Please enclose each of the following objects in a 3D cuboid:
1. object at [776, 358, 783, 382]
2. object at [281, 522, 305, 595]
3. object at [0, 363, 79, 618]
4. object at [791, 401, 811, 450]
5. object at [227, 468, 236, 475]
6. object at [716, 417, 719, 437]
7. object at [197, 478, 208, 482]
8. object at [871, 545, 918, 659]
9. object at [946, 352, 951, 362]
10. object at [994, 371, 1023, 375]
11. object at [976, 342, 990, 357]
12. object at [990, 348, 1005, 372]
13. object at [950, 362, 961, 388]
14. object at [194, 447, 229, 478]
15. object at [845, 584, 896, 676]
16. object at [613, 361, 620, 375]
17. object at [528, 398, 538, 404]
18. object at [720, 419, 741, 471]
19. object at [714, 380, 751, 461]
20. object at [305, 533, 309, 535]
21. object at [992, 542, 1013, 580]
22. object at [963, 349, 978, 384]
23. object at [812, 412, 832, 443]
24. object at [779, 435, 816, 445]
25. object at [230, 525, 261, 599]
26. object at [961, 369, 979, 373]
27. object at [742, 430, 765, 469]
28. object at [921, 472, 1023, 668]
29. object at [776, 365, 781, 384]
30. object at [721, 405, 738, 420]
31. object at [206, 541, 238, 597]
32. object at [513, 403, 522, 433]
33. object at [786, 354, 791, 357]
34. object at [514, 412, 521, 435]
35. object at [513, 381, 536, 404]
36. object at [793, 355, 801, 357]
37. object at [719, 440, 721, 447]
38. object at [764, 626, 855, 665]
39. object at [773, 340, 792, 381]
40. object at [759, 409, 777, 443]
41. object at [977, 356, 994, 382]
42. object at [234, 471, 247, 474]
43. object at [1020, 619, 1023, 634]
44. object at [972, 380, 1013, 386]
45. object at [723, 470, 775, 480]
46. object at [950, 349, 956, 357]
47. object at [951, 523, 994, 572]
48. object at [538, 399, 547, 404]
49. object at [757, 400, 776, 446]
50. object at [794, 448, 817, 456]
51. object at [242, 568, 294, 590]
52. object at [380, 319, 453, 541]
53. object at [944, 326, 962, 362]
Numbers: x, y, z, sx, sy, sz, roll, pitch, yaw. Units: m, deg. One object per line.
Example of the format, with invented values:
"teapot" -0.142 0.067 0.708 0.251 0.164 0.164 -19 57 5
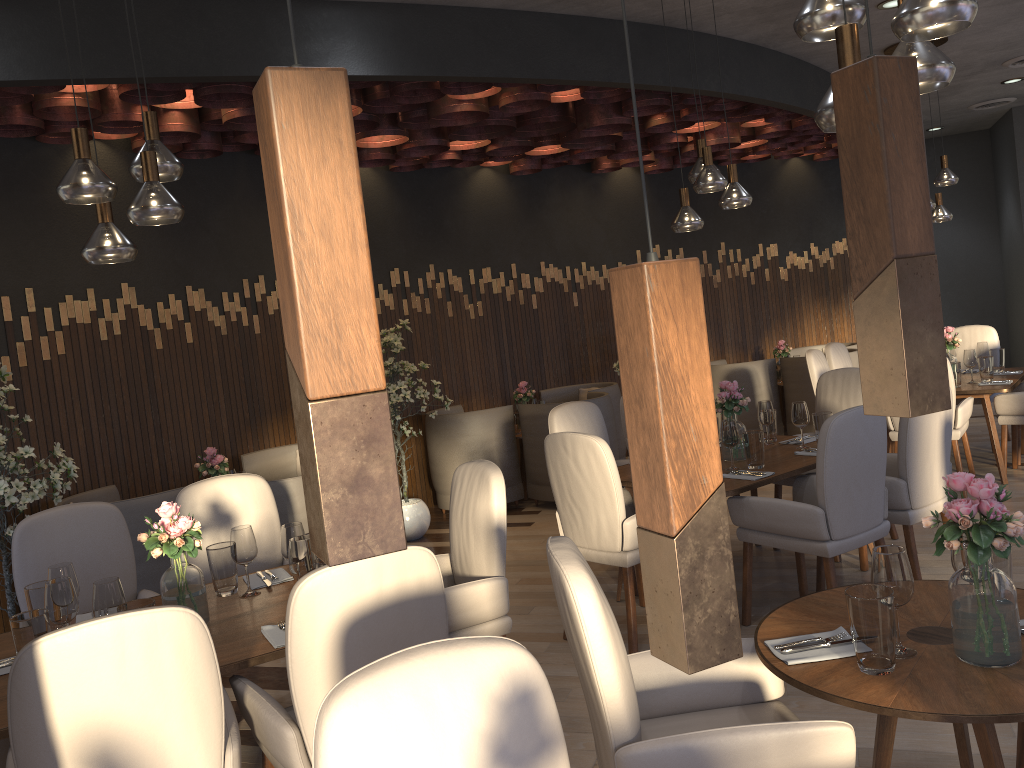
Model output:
"object" 2.691 -0.141 8.949 0.092 0.244 0.092 -8 3 -21
"object" -0.752 0.609 3.086 0.092 0.244 0.092 -6 3 23
"object" -2.507 0.704 4.295 0.745 1.614 0.790 -5 3 26
"object" 1.525 0.218 4.675 0.092 0.244 0.092 -5 3 33
"object" -1.732 0.648 5.466 0.092 0.244 0.092 -8 3 -30
"object" 1.108 0.280 4.940 0.102 0.178 0.102 -8 3 -19
"object" -1.778 0.677 5.157 0.092 0.244 0.092 -7 3 -3
"object" 0.879 0.499 2.039 0.092 0.244 0.092 -8 3 -24
"object" 3.129 -0.104 6.404 0.092 0.244 0.092 -5 3 37
"object" 3.728 -0.086 6.725 0.255 0.019 0.158 -4 5 36
"object" 3.659 -0.203 6.877 0.092 0.244 0.092 -6 3 11
"object" 3.771 -0.183 6.879 0.102 0.178 0.102 -4 4 42
"object" 3.139 -0.064 6.296 0.102 0.178 0.102 -4 4 40
"object" -1.777 0.579 5.303 0.198 0.415 0.210 -7 3 -2
"object" 0.802 0.547 1.968 0.102 0.178 0.102 -6 3 12
"object" 1.346 -0.066 8.404 0.788 1.614 0.747 -7 3 -3
"object" 0.189 0.247 7.735 0.092 0.244 0.092 -7 3 -7
"object" 1.070 0.298 4.335 0.092 0.244 0.092 -8 3 -17
"object" 1.147 0.186 4.603 0.198 0.415 0.210 -8 3 -22
"object" -0.697 0.628 3.184 0.102 0.178 0.102 -7 3 1
"object" 1.198 0.481 2.215 0.102 0.178 0.102 -7 3 1
"object" 3.323 -0.128 6.417 0.092 0.244 0.092 -9 3 -34
"object" 1.634 0.241 4.646 0.102 0.178 0.102 -8 3 -21
"object" 1.583 0.308 4.891 0.255 0.019 0.157 -10 5 -34
"object" -0.944 0.628 3.139 0.092 0.244 0.092 -6 3 16
"object" 3.653 -0.105 7.097 0.157 0.019 0.256 -3 6 39
"object" 1.178 0.320 4.305 0.102 0.178 0.102 -8 3 -21
"object" 1.040 0.400 1.967 0.198 0.415 0.210 -8 3 -22
"object" 2.642 -0.095 8.855 0.102 0.178 0.102 -6 3 22
"object" 1.207 0.238 4.906 0.092 0.244 0.092 -6 3 12
"object" -1.037 0.668 3.190 0.102 0.178 0.102 -6 3 10
"object" 0.062 0.285 7.442 0.092 0.244 0.092 -6 3 15
"object" 2.867 -0.182 9.204 0.092 0.244 0.092 -4 4 42
"object" 0.029 0.330 7.341 0.102 0.178 0.102 -6 3 23
"object" 0.113 0.181 7.588 0.197 0.415 0.210 -5 3 33
"object" 2.894 -0.167 8.973 0.092 0.244 0.092 -7 3 4
"object" 1.216 0.338 5.077 0.158 0.019 0.255 -10 5 -35
"object" 0.749 0.621 2.126 0.255 0.019 0.158 -7 4 -4
"object" 2.770 -0.246 9.064 0.197 0.415 0.210 -4 4 43
"object" 1.443 0.237 4.990 0.102 0.178 0.102 -8 3 -28
"object" 3.435 -0.108 6.419 0.102 0.178 0.102 -4 4 42
"object" -1.605 0.647 5.280 0.092 0.244 0.092 -7 3 -6
"object" 1.273 0.564 2.065 0.255 0.019 0.157 -7 4 -5
"object" 3.392 -0.011 6.265 0.255 0.019 0.158 -4 5 36
"object" 1.091 0.421 4.174 0.158 0.019 0.255 -10 5 -37
"object" 3.483 -0.194 7.043 0.092 0.244 0.092 -4 4 41
"object" 1.115 0.464 2.139 0.092 0.244 0.092 -6 3 14
"object" 0.266 0.256 7.503 0.092 0.244 0.092 -7 3 -11
"object" 1.405 0.216 4.885 0.092 0.244 0.092 -5 3 36
"object" 1.547 0.341 4.514 0.158 0.019 0.255 -10 5 -37
"object" -0.908 0.724 3.308 0.158 0.019 0.255 -9 5 -26
"object" -0.871 0.335 6.584 0.748 1.614 0.787 -9 4 -43
"object" 3.292 -0.229 6.705 0.210 0.415 0.198 -5 3 33
